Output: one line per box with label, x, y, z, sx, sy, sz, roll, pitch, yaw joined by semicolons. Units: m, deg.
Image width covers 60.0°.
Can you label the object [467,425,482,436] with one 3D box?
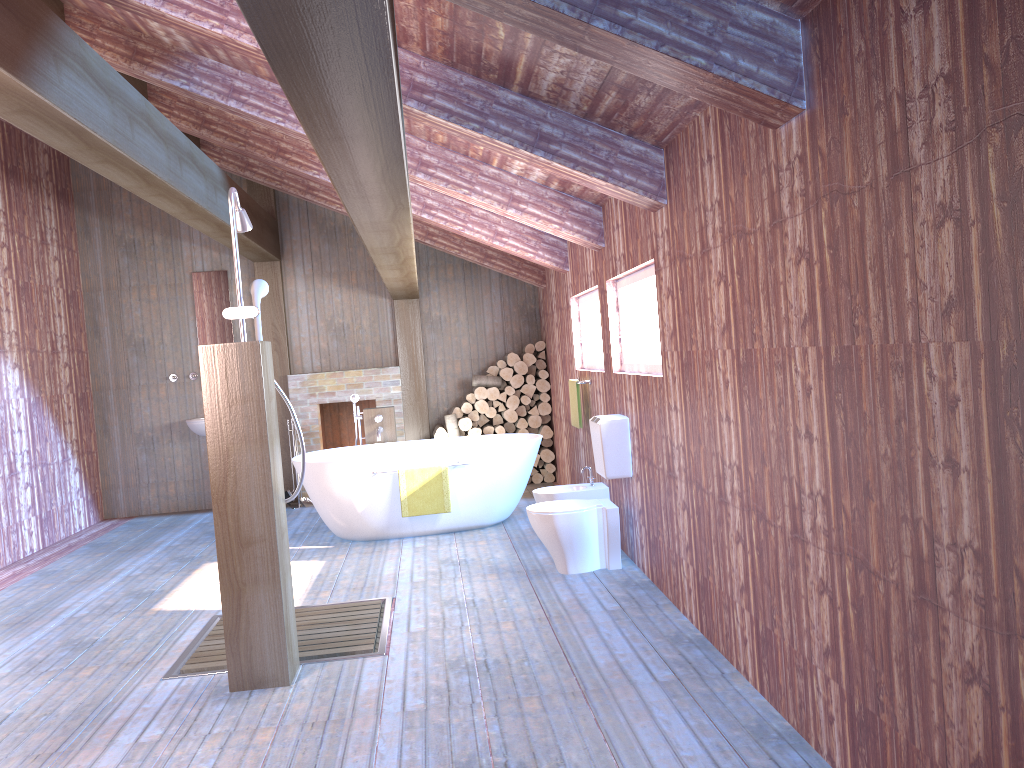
object;-0.388;0.490;9.049;0.139;0.148;0.458;-5;2;-5

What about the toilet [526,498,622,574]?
toilet;0.367;0.932;5.412;0.534;0.400;0.375;-5;2;-4

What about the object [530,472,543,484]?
object;0.241;0.959;9.150;0.116;0.117;0.289;-5;2;-8

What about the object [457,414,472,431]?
object;-0.483;0.390;9.022;0.138;0.147;0.440;-5;2;-5

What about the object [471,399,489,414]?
object;-0.327;0.221;9.030;0.141;0.143;0.437;-5;2;-7

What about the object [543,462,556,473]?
object;0.369;0.835;9.118;0.102;0.109;0.438;-5;2;-5

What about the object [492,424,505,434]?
object;-0.144;0.459;9.055;0.098;0.100;0.437;-5;2;-7

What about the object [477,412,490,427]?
object;-0.305;0.358;9.135;0.128;0.150;0.323;-5;2;-5

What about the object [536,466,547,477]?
object;0.311;0.904;9.163;0.085;0.086;0.278;-5;2;-8

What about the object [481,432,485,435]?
object;-0.300;0.551;9.039;0.098;0.100;0.437;-5;2;-7

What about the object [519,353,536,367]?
object;0.160;-0.251;9.089;0.133;0.142;0.456;-5;2;-4

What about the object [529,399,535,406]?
object;0.195;0.193;9.071;0.067;0.069;0.177;-5;2;-5

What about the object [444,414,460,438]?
object;-0.593;0.447;8.840;0.147;0.298;0.109;-5;2;-3

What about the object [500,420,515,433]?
object;-0.043;0.437;9.165;0.116;0.118;0.289;-5;2;-8

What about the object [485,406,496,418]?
object;-0.225;0.277;9.039;0.115;0.123;0.291;-5;2;-4

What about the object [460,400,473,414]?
object;-0.463;0.233;9.012;0.115;0.123;0.291;-5;2;-4

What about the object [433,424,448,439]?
object;-0.731;0.492;9.010;0.139;0.137;0.455;-5;2;-7

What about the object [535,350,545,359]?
object;0.283;-0.298;9.131;0.081;0.100;0.281;-5;2;-5

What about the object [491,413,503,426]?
object;-0.156;0.360;9.152;0.104;0.127;0.321;-5;2;-5

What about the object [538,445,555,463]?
object;0.338;0.712;9.115;0.147;0.152;0.439;-5;2;-5

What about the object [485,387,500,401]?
object;-0.211;0.087;9.044;0.138;0.147;0.440;-5;2;-5

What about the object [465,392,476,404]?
object;-0.419;0.138;9.029;0.106;0.112;0.282;-5;2;-4

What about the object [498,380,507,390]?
object;-0.125;-0.001;9.144;0.121;0.124;0.291;-5;2;-4

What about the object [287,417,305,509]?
object;-2.167;0.772;8.805;0.276;0.888;0.333;-3;2;37

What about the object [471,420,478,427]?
object;-0.388;0.397;9.040;0.064;0.068;0.174;-5;2;-6

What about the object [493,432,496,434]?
object;-0.208;0.545;9.055;0.086;0.089;0.279;-5;2;-7

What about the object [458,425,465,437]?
object;-0.547;0.491;9.111;0.121;0.124;0.291;-5;2;-4

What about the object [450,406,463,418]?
object;-0.568;0.286;9.052;0.114;0.113;0.301;-5;2;-8

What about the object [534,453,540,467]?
object;0.182;0.766;9.126;0.169;0.152;0.481;-5;2;-6

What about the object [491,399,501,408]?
object;-0.159;0.194;9.047;0.088;0.092;0.280;-5;2;-4

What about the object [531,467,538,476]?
object;0.211;0.876;9.148;0.084;0.105;0.280;-5;2;-7

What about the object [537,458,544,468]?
object;0.279;0.812;9.158;0.085;0.091;0.280;-5;2;-7

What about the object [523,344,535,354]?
object;0.170;-0.350;9.102;0.104;0.121;0.270;-5;2;-4

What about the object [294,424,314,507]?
object;-2.086;0.770;8.749;0.206;0.871;0.126;-3;2;38

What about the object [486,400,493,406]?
object;-0.234;0.192;9.024;0.057;0.061;0.156;-5;2;-6

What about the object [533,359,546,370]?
object;0.284;-0.201;9.118;0.107;0.115;0.269;-5;2;-4

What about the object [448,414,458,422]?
object;-0.615;0.372;9.118;0.108;0.113;0.302;-5;2;-5

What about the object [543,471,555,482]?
object;0.361;0.946;9.174;0.114;0.113;0.301;-5;2;-8

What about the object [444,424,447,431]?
object;-0.650;0.458;9.115;0.099;0.093;0.280;-5;2;-4

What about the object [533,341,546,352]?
object;0.274;-0.383;9.113;0.112;0.113;0.271;-5;2;-5

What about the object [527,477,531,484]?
object;0.121;0.963;9.196;0.116;0.118;0.289;-5;2;-8

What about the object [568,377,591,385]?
object;0.505;-0.020;6.744;0.091;0.043;0.581;-5;2;-5

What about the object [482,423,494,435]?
object;-0.246;0.471;9.050;0.114;0.120;0.303;-5;2;-4

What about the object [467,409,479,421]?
object;-0.401;0.317;9.037;0.111;0.113;0.301;-5;2;-6

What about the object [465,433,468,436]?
object;-0.503;0.594;9.049;0.155;0.174;0.483;-5;2;-7

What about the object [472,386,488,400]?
object;-0.326;0.083;9.032;0.135;0.145;0.439;-5;2;-5

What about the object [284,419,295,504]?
object;-2.234;0.769;8.747;0.136;0.846;0.062;-5;2;-24
